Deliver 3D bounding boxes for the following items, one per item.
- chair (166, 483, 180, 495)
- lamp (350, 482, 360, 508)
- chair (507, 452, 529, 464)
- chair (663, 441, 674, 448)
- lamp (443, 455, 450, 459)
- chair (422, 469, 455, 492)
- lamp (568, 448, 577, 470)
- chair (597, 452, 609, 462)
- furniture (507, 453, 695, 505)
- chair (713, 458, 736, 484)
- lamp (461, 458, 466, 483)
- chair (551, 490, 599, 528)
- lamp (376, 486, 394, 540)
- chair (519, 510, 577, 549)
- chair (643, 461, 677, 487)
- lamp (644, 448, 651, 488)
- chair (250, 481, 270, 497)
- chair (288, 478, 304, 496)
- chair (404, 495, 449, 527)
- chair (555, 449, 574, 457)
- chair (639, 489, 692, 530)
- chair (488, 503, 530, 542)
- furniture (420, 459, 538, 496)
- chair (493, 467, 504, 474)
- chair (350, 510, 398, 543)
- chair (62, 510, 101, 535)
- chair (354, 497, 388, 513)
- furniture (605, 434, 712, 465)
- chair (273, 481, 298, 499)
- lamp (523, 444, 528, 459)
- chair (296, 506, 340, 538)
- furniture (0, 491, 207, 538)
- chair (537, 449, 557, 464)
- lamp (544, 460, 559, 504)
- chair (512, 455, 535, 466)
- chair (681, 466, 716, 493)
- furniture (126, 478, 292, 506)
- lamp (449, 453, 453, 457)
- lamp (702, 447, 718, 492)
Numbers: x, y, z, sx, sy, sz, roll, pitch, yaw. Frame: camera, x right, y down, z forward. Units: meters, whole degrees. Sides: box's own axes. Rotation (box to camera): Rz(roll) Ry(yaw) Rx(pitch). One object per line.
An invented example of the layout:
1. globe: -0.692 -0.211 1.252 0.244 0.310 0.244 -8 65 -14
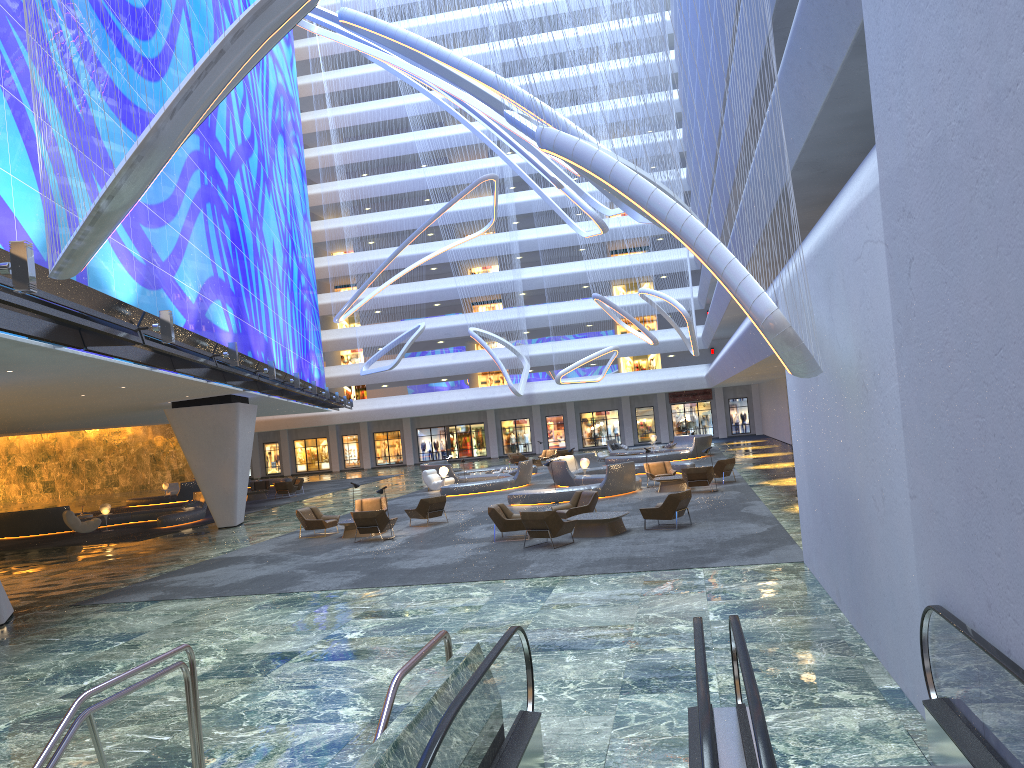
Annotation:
1. chair: -18.640 5.913 48.902 0.728 0.881 1.159 -5 -2 -35
2. lamp: -4.335 3.368 24.675 0.202 1.300 0.383 -6 -1 27
3. chair: 0.312 4.159 48.539 0.928 0.766 0.940 -4 -2 -36
4. chair: 8.449 3.292 46.149 0.940 0.766 0.928 -7 -2 44
5. lamp: -2.932 3.856 40.089 0.384 1.300 0.202 -5 0 4
6. chair: -2.989 3.917 36.202 1.159 0.882 0.728 -6 -1 30
7. lamp: 2.396 3.128 34.556 0.384 1.300 0.201 -6 0 28
8. chair: 4.688 3.758 45.589 0.490 0.501 0.587 -4 -2 -45
9. furniture: 2.795 3.075 30.783 5.193 0.969 9.919 -7 -3 28
10. chair: 6.490 2.740 27.849 0.940 0.766 0.928 -7 -2 44
11. lamp: -1.860 3.539 34.740 0.202 1.300 0.384 -5 -1 -14
12. chair: 1.507 2.923 20.684 0.937 0.766 0.931 -5 -2 -28
13. lamp: -3.065 3.116 21.412 0.384 1.300 0.201 -6 0 28
14. chair: 0.711 2.884 17.844 0.931 0.766 0.937 -7 -2 38
15. chair: 4.818 2.939 28.867 0.929 0.766 0.939 -5 -2 -6
16. lamp: 4.414 2.701 28.710 0.202 1.300 0.383 -6 -1 27
17. chair: -12.227 5.129 43.102 0.928 0.766 0.940 -5 -2 -16
18. chair: -10.557 4.956 42.730 0.937 0.766 0.931 -4 -2 -41
19. chair: -2.260 3.406 23.813 0.940 0.766 0.928 -7 -2 44
20. chair: 2.791 3.861 46.958 0.929 0.766 0.940 -5 -2 -11
21. chair: 3.314 2.681 18.913 0.940 0.766 0.928 -6 -2 35
22. chair: 0.015 3.013 19.413 0.939 0.766 0.929 -6 -2 13
23. furniture: -1.604 3.758 37.418 5.186 0.969 9.932 -6 -2 3
24. chair: -1.112 4.081 39.959 1.782 0.501 0.586 -4 -2 -25
25. chair: -3.361 3.419 21.530 0.930 0.766 0.938 -6 -2 17
26. chair: -15.406 4.916 31.772 1.155 0.882 0.730 -4 -2 -35
27. chair: -3.932 3.606 24.832 0.929 0.766 0.939 -5 -2 -6
28. furniture: 7.396 3.219 45.207 5.187 0.969 9.930 -6 -2 7
29. chair: -10.429 4.864 40.770 0.930 0.766 0.939 -6 -2 9
30. lamp: 0.751 3.723 45.445 0.201 1.300 0.384 -5 -1 -27
31. chair: -5.193 3.679 23.671 0.939 0.766 0.929 -6 -2 19
32. furniture: -15.934 4.960 33.537 9.941 0.969 5.181 -7 -3 28
33. chair: 2.009 4.007 48.758 0.931 0.766 0.938 -6 -2 29
34. lamp: 1.173 2.915 26.397 0.384 1.300 0.201 -6 0 28
35. chair: 0.582 4.020 45.727 0.937 0.766 0.931 -4 -2 -38
36. chair: 5.388 2.752 25.565 0.930 0.766 0.938 -6 -2 17
37. furniture: -16.891 5.691 49.427 5.193 0.969 9.919 -7 -3 28
38. lamp: -2.916 3.952 42.503 0.201 1.300 0.385 -5 -1 -35
39. lamp: 5.685 2.449 25.448 0.384 1.300 0.201 -6 0 28
